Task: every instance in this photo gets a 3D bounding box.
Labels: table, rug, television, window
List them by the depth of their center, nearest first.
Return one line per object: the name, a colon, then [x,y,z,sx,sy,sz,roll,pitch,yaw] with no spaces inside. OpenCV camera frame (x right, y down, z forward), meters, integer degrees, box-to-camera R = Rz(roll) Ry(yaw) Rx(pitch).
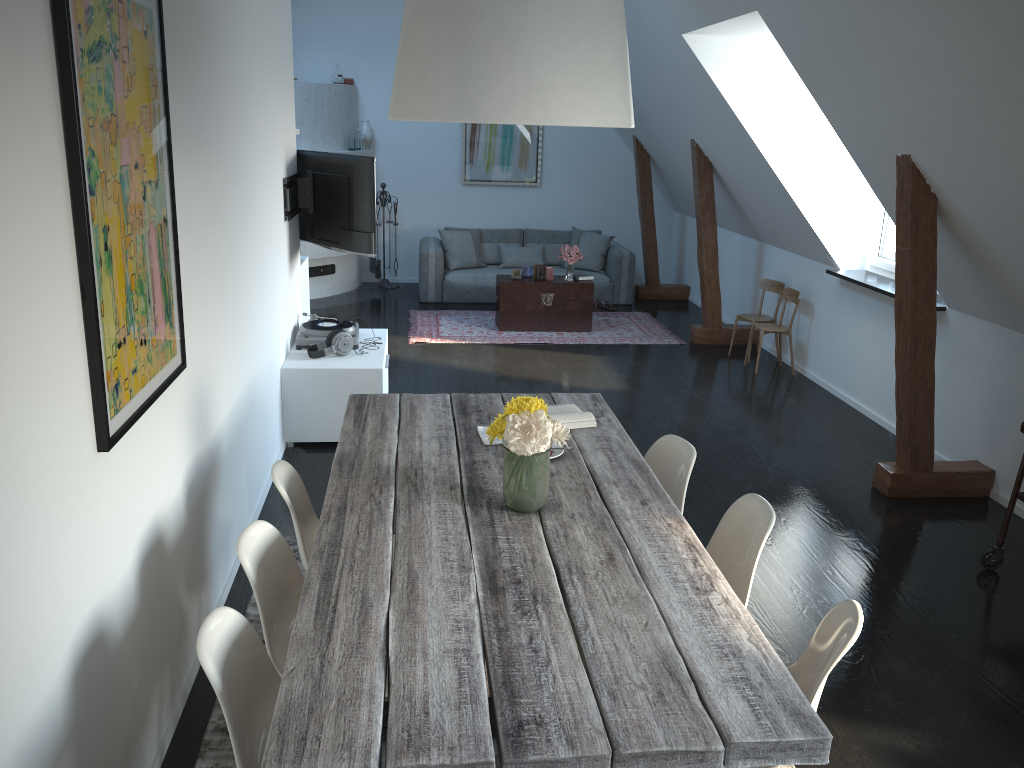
table: [-0.047,0.751,2.966,1.141,0.788,2.421,0,16,-6]
rug: [-0.073,1.116,3.092,1.898,0.022,2.677,0,16,-6]
window: [0.170,-2.208,3.561,5.959,4.249,8.018,0,16,-6]
television: [-1.390,-1.181,5.816,0.537,0.652,1.005,-12,21,-39]
table: [0.315,-0.805,8.821,0.962,0.492,0.471,0,16,-6]
rug: [0.277,-0.581,8.906,2.647,0.029,1.512,0,16,-6]

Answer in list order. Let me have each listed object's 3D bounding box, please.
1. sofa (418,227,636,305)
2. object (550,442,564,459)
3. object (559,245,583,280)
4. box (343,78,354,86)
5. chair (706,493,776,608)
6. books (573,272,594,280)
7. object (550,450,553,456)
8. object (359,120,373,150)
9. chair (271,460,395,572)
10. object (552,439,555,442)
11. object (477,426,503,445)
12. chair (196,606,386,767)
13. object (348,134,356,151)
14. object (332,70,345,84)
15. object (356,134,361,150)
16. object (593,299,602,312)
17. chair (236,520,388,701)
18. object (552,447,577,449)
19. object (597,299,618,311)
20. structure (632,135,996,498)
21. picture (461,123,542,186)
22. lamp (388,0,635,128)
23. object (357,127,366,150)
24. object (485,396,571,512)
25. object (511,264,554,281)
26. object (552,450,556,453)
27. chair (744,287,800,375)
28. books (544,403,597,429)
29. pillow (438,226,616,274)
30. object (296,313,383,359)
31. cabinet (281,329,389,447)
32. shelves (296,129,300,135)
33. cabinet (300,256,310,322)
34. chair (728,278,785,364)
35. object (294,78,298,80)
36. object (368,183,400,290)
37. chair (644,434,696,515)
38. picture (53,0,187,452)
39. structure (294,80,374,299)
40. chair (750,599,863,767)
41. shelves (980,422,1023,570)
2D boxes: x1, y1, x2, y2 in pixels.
sofa: [0.138,-1.421,10.419,2.458,0.770,1.107,0,16,-6]
object: [0.088,0.249,3.268,0.205,0.024,0.205,-2,17,-14]
object: [0.567,-1.205,8.735,0.235,0.351,0.234,17,22,41]
box: [-1.950,-3.493,10.253,0.229,0.078,0.127,0,16,-6]
chair: [0.551,0.766,2.959,0.542,0.801,0.465,0,16,-5]
books: [0.680,-1.078,8.874,0.179,0.034,0.243,-7,19,-27]
object: [0.077,0.240,3.253,0.132,0.034,0.144,-9,20,-33]
object: [-1.717,-2.908,10.417,0.165,0.368,0.165,-9,20,-33]
chair: [-0.565,0.666,3.177,0.542,0.801,0.465,-1,17,-10]
object: [0.050,0.201,3.439,0.182,0.014,0.185,-8,19,-31]
object: [-0.035,0.196,3.445,0.182,0.016,0.179,-2,17,-11]
chair: [-0.471,0.952,2.214,0.542,0.801,0.465,0,16,-5]
object: [-1.797,-2.714,9.962,0.092,0.180,0.092,8,18,20]
object: [-1.961,-3.493,9.996,0.066,0.221,0.231,9,18,23]
object: [-1.767,-2.758,10.115,0.092,0.180,0.092,7,17,16]
object: [0.917,-0.874,9.838,0.101,0.090,0.277,-3,17,-17]
chair: [-0.520,0.818,2.665,0.542,0.801,0.465,2,16,-1]
object: [0.143,0.237,3.277,0.194,0.022,0.019,4,17,9]
object: [1.070,-0.884,9.888,0.277,0.090,0.101,15,21,38]
structure: [2.486,-0.234,4.566,1.023,1.963,12.350,0,16,-6]
picture: [-0.118,-3.004,10.674,0.965,1.185,0.025,0,16,-6]
lamp: [0.021,-2.083,2.110,0.697,2.813,0.757,17,22,41]
object: [-1.739,-2.836,10.247,0.081,0.258,0.150,10,18,26]
object: [0.043,0.215,2.765,0.233,0.365,0.293,-10,20,-34]
object: [0.207,-1.111,8.757,0.413,0.138,0.215,3,16,5]
object: [0.105,0.244,3.270,0.110,0.011,0.058,1,16,-3]
chair: [2.198,-0.450,7.464,0.342,0.696,0.329,0,16,-5]
books: [0.210,0.126,3.670,0.202,0.042,0.251,-4,17,-18]
pillow: [0.173,-1.563,10.279,2.075,0.515,0.444,0,16,-6]
object: [-1.134,-0.331,5.846,0.558,0.162,0.742,-1,17,-9]
cabinet: [-1.134,-0.003,5.909,0.623,0.507,1.069,0,16,-6]
shelves: [-2.308,-1.758,6.104,1.604,0.038,0.478,0,16,-6]
cabinet: [-1.983,-0.457,6.624,0.869,0.921,0.638,0,16,-6]
chair: [2.175,-0.565,7.851,0.342,0.696,0.329,-5,18,-23]
object: [-2.601,-3.205,9.180,0.783,0.094,0.311,-4,17,-20]
object: [-1.529,-1.767,10.581,0.376,1.245,0.376,-6,18,-25]
chair: [0.406,0.619,3.444,0.542,0.801,0.465,-4,17,-20]
picture: [-1.050,-0.508,2.453,0.036,1.181,0.808,0,16,-6]
structure: [-3.159,-3.479,10.116,3.058,4.752,3.049,2,16,2]
chair: [0.608,0.930,2.408,0.542,0.801,0.465,8,17,19]
shelves: [2.502,0.630,3.763,0.438,0.732,0.803,-1,17,-10]
